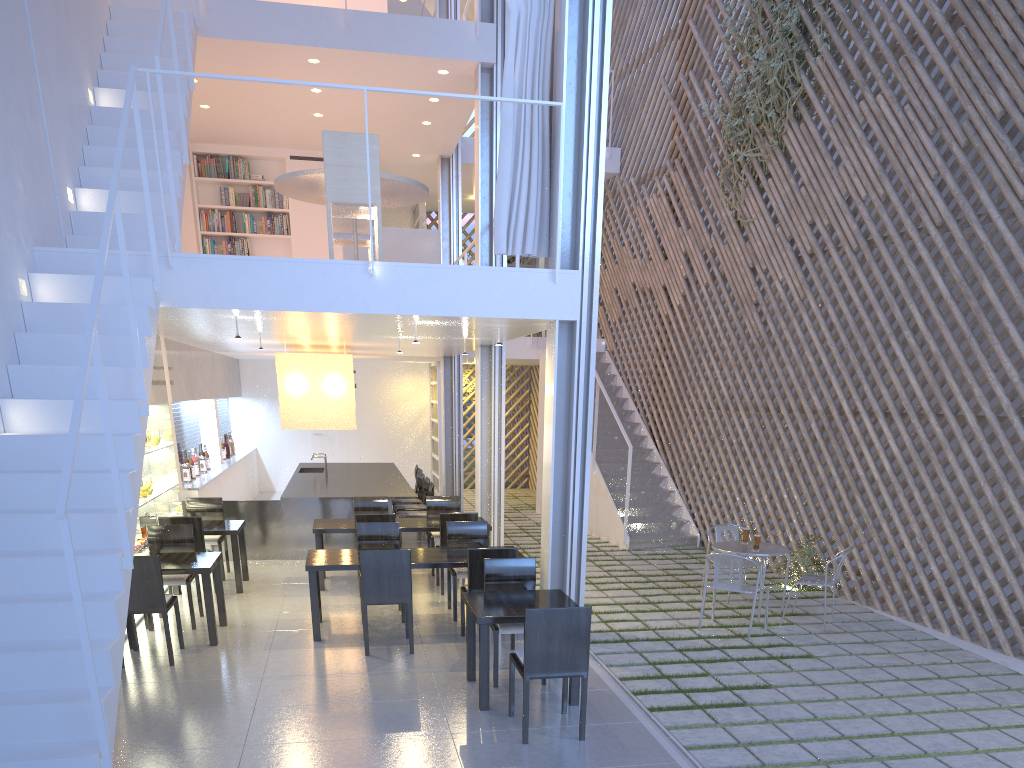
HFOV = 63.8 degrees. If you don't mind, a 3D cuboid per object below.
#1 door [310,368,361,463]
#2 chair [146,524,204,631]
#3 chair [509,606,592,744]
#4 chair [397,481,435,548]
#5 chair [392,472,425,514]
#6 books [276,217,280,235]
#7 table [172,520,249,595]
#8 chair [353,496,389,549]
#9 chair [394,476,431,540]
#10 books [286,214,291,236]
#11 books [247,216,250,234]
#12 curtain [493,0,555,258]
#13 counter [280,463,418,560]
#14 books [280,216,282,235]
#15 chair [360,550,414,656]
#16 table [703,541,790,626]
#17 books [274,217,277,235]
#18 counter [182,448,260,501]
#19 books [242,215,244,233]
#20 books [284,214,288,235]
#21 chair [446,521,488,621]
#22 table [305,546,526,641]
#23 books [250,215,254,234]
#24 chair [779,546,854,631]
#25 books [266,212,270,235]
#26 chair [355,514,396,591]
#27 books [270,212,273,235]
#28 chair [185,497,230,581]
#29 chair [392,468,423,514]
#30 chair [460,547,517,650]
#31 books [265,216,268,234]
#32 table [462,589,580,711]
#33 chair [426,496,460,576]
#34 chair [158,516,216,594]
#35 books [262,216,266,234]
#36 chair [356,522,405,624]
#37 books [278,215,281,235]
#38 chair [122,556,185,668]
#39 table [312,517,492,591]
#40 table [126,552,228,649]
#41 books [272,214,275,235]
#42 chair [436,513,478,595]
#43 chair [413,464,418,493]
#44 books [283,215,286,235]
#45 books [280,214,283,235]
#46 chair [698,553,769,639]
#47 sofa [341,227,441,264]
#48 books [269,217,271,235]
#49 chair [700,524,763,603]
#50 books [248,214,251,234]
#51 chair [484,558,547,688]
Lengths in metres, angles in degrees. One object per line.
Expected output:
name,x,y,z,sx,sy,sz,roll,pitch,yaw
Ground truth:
door,-1.831,0.445,5.728,0.481,1.260,5.153,1,1,1
chair,-1.479,0.840,3.569,0.192,0.475,0.216,-2,16,-11
chair,0.107,0.855,2.501,0.192,0.475,0.216,-2,16,-11
chair,-0.638,0.870,5.441,0.240,0.476,0.172,-2,17,-9
chair,-0.774,0.874,6.060,0.239,0.476,0.172,-3,17,-15
books,-1.721,-1.153,6.063,0.018,0.131,0.078,-3,14,-12
table,-1.569,0.894,4.258,0.359,0.360,0.324,-1,10,-11
chair,-0.781,0.861,4.623,0.192,0.475,0.216,-2,16,-11
chair,-0.699,0.872,5.752,0.239,0.476,0.172,-3,17,-12
books,-1.650,-1.164,6.073,0.020,0.157,0.076,-3,15,-12
books,-1.924,-1.157,6.023,0.006,0.131,0.082,-3,14,-12
curtain,-0.093,-1.716,2.594,0.513,2.623,0.087,-3,19,-12
counter,-1.218,0.889,6.179,0.814,0.402,2.356,0,0,-12
books,-1.699,-1.157,6.061,0.005,0.139,0.087,-3,14,-12
chair,-0.503,0.853,3.290,0.192,0.475,0.216,-2,16,-11
table,1.103,0.930,3.880,0.335,0.362,0.333,10,13,40
books,-1.737,-1.155,6.056,0.015,0.134,0.084,-3,14,-12
counter,-2.309,0.853,6.572,0.232,0.465,3.401,-2,1,-12
books,-1.960,-1.159,6.014,0.006,0.134,0.087,-3,13,-12
books,-1.665,-1.164,6.069,0.011,0.157,0.078,-3,15,-12
chair,-0.190,0.862,3.795,0.192,0.475,0.216,-2,16,-11
table,-0.412,0.906,3.584,0.915,0.359,0.324,0,10,-11
books,-1.904,-1.161,6.034,0.021,0.142,0.064,-3,16,-12
chair,1.395,0.912,3.743,0.243,0.412,0.244,8,16,28
books,-1.786,-1.170,6.044,0.015,0.165,0.079,-3,15,-12
chair,-0.691,0.858,4.193,0.192,0.475,0.216,-2,16,-11
books,-1.766,-1.170,6.050,0.011,0.166,0.075,-3,16,-12
chair,-1.667,0.846,4.472,0.192,0.475,0.216,-2,16,-11
chair,-0.820,0.876,6.373,0.239,0.476,0.172,-3,17,-13
chair,-0.101,0.860,3.365,0.192,0.475,0.216,-2,16,-11
books,-1.801,-1.157,6.045,0.015,0.137,0.081,-3,14,-12
table,0.030,0.906,2.823,0.359,0.360,0.324,-1,10,-11
chair,-0.378,0.868,4.697,0.192,0.475,0.216,-2,16,-11
chair,-1.571,0.843,4.010,0.192,0.475,0.216,-2,16,-11
books,-1.819,-1.156,6.041,0.021,0.134,0.084,-3,14,-12
chair,-0.593,0.856,3.720,0.192,0.475,0.216,-2,16,-11
books,-1.706,-1.160,6.058,0.008,0.145,0.087,-3,14,-12
chair,-1.383,0.838,3.108,0.192,0.475,0.216,-2,16,-11
table,-0.590,0.911,4.440,0.915,0.359,0.324,0,10,-11
table,-1.390,0.889,3.402,0.359,0.360,0.324,-1,10,-11
books,-1.753,-1.164,6.056,0.015,0.154,0.071,-3,16,-12
chair,-0.289,0.865,4.267,0.192,0.475,0.216,-2,16,-11
chair,-0.881,0.878,6.684,0.240,0.476,0.172,-2,17,-9
books,-1.676,-1.163,6.066,0.010,0.153,0.081,-3,15,-12
books,-1.692,-1.165,6.062,0.009,0.158,0.082,-3,15,-12
chair,0.967,0.904,3.585,0.254,0.412,0.233,10,17,33
sofa,-0.705,-0.596,4.662,0.499,0.396,0.919,-1,3,-11
books,-1.776,-1.154,6.055,0.006,0.130,0.074,-3,14,-12
chair,1.111,0.911,4.173,0.262,0.412,0.225,-2,14,-11
books,-1.916,-1.160,6.020,0.007,0.139,0.087,-3,14,-12
chair,0.011,0.858,2.962,0.192,0.475,0.216,-2,16,-11
